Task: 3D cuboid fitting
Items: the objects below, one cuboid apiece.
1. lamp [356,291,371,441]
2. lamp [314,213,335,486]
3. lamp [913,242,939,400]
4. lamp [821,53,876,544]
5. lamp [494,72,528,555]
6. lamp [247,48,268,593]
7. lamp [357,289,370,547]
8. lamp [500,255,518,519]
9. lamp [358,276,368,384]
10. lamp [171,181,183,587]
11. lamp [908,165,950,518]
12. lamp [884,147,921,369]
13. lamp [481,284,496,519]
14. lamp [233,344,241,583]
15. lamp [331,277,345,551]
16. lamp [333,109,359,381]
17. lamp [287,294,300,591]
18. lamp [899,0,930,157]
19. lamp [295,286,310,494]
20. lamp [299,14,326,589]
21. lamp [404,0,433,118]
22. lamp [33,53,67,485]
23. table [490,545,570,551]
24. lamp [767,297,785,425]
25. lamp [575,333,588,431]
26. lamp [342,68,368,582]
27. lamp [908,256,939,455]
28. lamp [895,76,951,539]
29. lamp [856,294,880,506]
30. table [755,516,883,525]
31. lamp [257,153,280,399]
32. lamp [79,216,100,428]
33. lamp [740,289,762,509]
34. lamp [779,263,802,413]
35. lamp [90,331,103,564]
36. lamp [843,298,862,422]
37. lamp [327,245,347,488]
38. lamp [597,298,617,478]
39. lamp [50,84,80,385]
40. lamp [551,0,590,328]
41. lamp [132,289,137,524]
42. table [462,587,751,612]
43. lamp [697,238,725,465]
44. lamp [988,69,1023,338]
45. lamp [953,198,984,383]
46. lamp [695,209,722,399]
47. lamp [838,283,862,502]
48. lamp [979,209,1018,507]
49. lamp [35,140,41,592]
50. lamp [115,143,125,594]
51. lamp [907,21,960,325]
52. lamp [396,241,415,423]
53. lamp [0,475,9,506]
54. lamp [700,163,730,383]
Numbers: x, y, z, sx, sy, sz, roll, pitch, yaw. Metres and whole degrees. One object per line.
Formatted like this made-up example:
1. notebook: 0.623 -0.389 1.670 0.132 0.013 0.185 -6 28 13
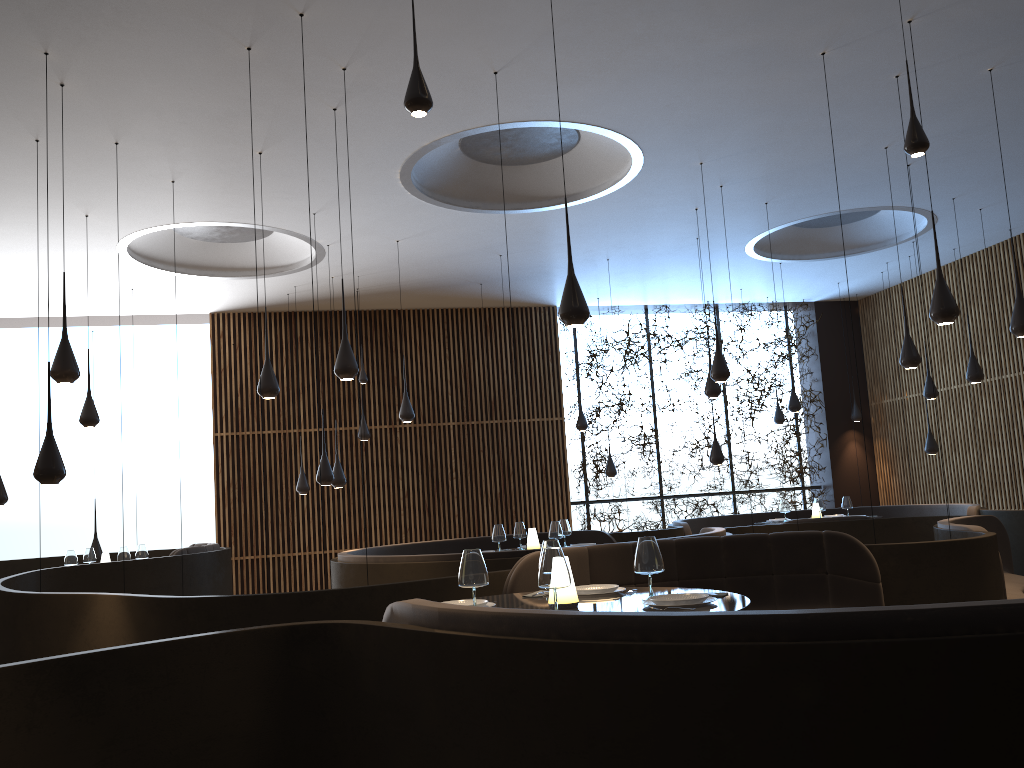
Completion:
1. lamp: -2.230 -0.274 13.063 0.196 2.218 0.196 -5 -6 13
2. lamp: -2.064 -0.394 9.520 0.196 2.953 0.196 -10 -8 43
3. lamp: 5.695 -0.891 12.306 0.196 2.218 0.196 -1 -7 -26
4. lamp: 2.593 0.567 6.477 0.196 6.258 0.196 -6 -7 23
5. lamp: 0.077 0.726 6.445 0.196 6.258 0.196 -6 -7 23
6. lamp: -1.640 0.759 5.869 0.196 6.258 0.196 -1 -7 -26
7. lamp: -2.067 1.707 12.688 0.196 6.258 0.196 -3 -6 -4
8. lamp: 0.052 1.400 11.432 0.196 6.258 0.196 -8 -7 33
9. lamp: -2.093 -0.751 12.272 0.133 1.504 0.133 -2 -6 -17
10. lamp: -3.054 1.163 8.180 0.196 6.258 0.196 -3 -6 -7
11. lamp: 4.394 0.794 9.030 0.196 6.258 0.196 -4 -6 3
12. lamp: 3.798 -1.252 8.713 0.196 2.218 0.196 -6 -7 23
13. lamp: -0.259 1.615 12.880 0.196 6.258 0.196 1 -8 -36
14. lamp: -3.930 2.515 12.807 0.196 6.258 0.196 1 -8 -36
15. lamp: -2.290 1.625 11.975 0.196 6.258 0.196 -6 -6 16
16. lamp: -1.371 -1.135 7.098 0.196 2.218 0.196 -2 -6 -16
17. lamp: -3.100 1.780 12.735 0.196 6.258 0.196 -3 -6 -4
18. lamp: 2.198 -2.015 4.991 0.133 1.504 0.133 -2 -6 -16
19. lamp: -3.007 0.072 12.521 0.196 2.953 0.196 -1 -7 -26
20. lamp: -1.182 0.679 5.493 0.196 6.258 0.196 -1 -7 -26
21. lamp: -0.467 -1.962 4.075 0.133 1.504 0.133 -2 -6 -17
22. lamp: -3.108 -0.809 5.941 0.196 2.953 0.196 -3 -6 -7
23. table: 0.252 2.201 8.933 1.672 1.021 1.677 -3 -7 -2
24. lamp: 4.516 -0.409 15.309 0.196 2.218 0.196 -5 -6 13
25. lamp: 1.028 -0.367 13.946 0.196 2.218 0.196 -6 -7 23
26. lamp: -1.043 0.770 6.237 0.196 6.258 0.196 -5 -6 13
27. lamp: 6.024 -0.440 13.065 0.196 2.953 0.196 -1 -7 -26
28. lamp: 3.365 0.580 6.946 0.196 6.258 0.196 -6 -7 23
29. lamp: 6.299 1.523 15.345 0.196 6.258 0.196 -5 -6 13
30. table: 4.239 2.378 12.159 1.675 1.021 1.674 -10 -9 39
31. lamp: -2.194 -0.975 7.860 0.196 2.218 0.196 -3 -6 -7
32. lamp: -4.381 -0.657 9.163 0.196 2.218 0.196 -6 -7 23
33. lamp: 3.994 1.537 14.343 0.196 6.258 0.196 -5 -6 13
34. lamp: 4.051 -0.687 13.022 0.196 2.218 0.196 -1 -7 -26
35. lamp: -5.293 0.784 11.235 0.196 2.953 0.196 -8 -7 33
36. lamp: 6.044 -0.437 15.834 0.196 2.218 0.196 -5 -6 13
37. lamp: -2.153 -0.231 10.681 0.196 2.953 0.196 -8 -7 33
38. lamp: 1.517 0.046 14.504 0.196 2.953 0.196 -6 -7 23
39. lamp: -3.244 -1.102 6.415 0.196 2.218 0.196 -6 -7 23
40. lamp: 0.314 -1.454 5.542 0.196 2.218 0.196 -8 -7 33
41. lamp: -5.042 1.794 11.907 0.196 6.258 0.196 1 -8 -36
42. table: 0.273 1.541 4.046 1.674 1.021 1.675 -7 -8 23
43. lamp: 2.516 -0.434 11.419 0.196 2.953 0.196 -2 -6 -16
44. lamp: 3.996 -1.475 7.153 0.196 2.218 0.196 -6 -7 23
45. lamp: 5.348 -1.115 10.479 0.196 2.218 0.196 -1 -7 -26
46. lamp: 2.229 -0.940 10.245 0.196 2.218 0.196 -6 -7 23
47. lamp: 5.607 1.432 14.342 0.196 6.258 0.196 -5 -6 13
48. lamp: 6.064 0.919 10.756 0.196 6.258 0.196 -4 -6 3
49. lamp: -3.781 1.065 7.102 0.196 6.258 0.196 -6 -7 23
50. lamp: -3.183 1.046 7.254 0.196 6.258 0.196 -3 -6 -7
51. lamp: 2.948 -1.520 6.293 0.196 2.218 0.196 -6 -7 23
52. lamp: -1.327 -0.645 10.725 0.196 2.218 0.196 -2 -6 -17
53. lamp: -5.421 -0.200 9.344 0.196 2.953 0.196 -6 -7 23
54. lamp: 1.978 -1.120 8.816 0.196 2.218 0.196 -6 -7 23
